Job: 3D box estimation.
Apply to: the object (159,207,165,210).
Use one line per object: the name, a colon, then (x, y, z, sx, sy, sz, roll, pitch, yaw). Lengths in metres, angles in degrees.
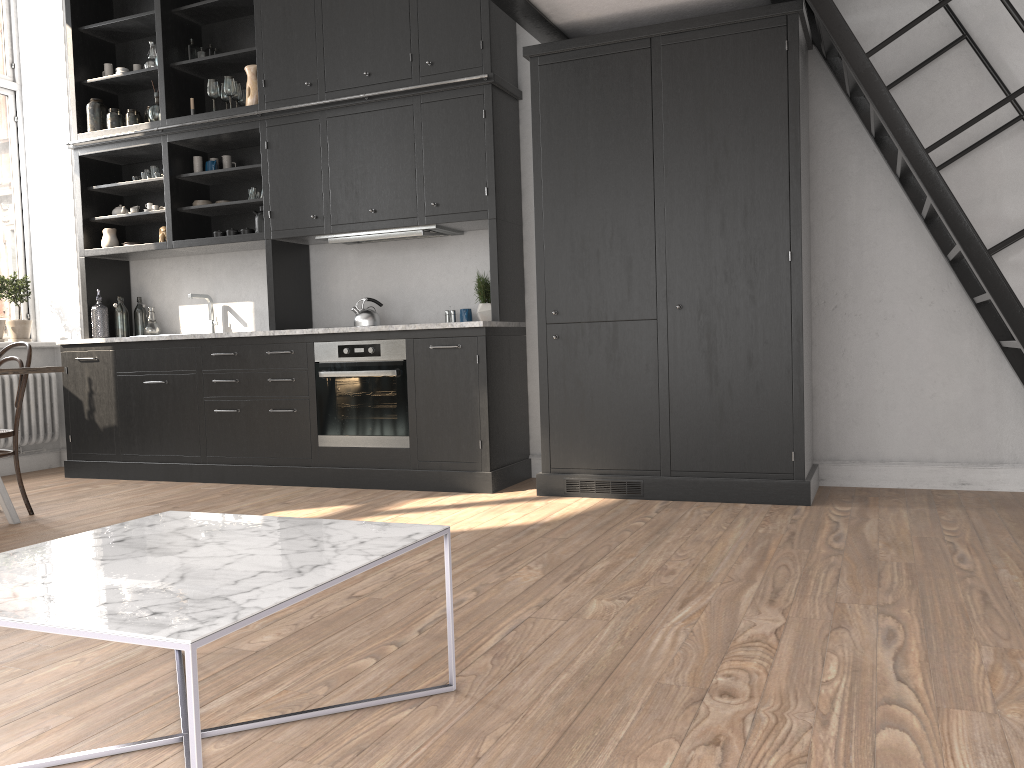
object: (-2.426, -1.210, 6.174, 0.049, 0.041, 0.056, -2, 3, -4)

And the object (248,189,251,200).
object: (-1.729, -1.242, 5.878, 0.058, 0.094, 0.058, -3, 3, -28)

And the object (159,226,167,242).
object: (-2.375, -1.016, 6.061, 0.069, 0.123, 0.173, -4, 3, -35)

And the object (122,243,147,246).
object: (-2.668, -0.972, 6.280, 0.180, 0.037, 0.180, -2, 3, 8)

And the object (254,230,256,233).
object: (-1.722, -1.000, 5.935, 0.104, 0.059, 0.088, -3, 3, -14)

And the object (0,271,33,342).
object: (-3.695, -0.563, 6.437, 0.234, 0.524, 0.500, -1, 3, 12)

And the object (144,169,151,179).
object: (-2.564, -1.455, 6.258, 0.060, 0.107, 0.060, -2, 3, -10)

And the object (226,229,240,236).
object: (-1.833, -0.992, 5.828, 0.104, 0.059, 0.088, -2, 3, 1)

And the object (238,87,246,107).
object: (-1.814, -1.882, 5.982, 0.083, 0.221, 0.083, -4, 4, -36)

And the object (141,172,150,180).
object: (-2.547, -1.432, 6.165, 0.064, 0.069, 0.064, -3, 3, -20)

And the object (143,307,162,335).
object: (-2.597, -0.444, 6.393, 0.120, 0.219, 0.132, -1, 3, 23)

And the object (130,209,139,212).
object: (-2.663, -1.216, 6.258, 0.055, 0.033, 0.058, -2, 3, -3)

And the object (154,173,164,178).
object: (-2.425, -1.423, 6.099, 0.071, 0.047, 0.071, -3, 3, -29)

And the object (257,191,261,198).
object: (-1.703, -1.248, 5.977, 0.058, 0.094, 0.058, -2, 3, 0)

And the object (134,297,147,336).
object: (-2.706, -0.482, 6.459, 0.086, 0.301, 0.086, -3, 3, -22)

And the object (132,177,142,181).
object: (-2.621, -1.421, 6.203, 0.071, 0.047, 0.071, -3, 3, -29)

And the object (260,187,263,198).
object: (-1.604, -1.274, 5.779, 0.083, 0.158, 0.083, -2, 3, 7)

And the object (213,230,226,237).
object: (-1.934, -0.991, 5.878, 0.104, 0.059, 0.088, -1, 3, 11)

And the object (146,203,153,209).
object: (-2.530, -1.234, 6.193, 0.049, 0.055, 0.039, 1, 4, 43)

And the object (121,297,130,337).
object: (-2.829, -0.478, 6.441, 0.086, 0.301, 0.086, 0, 4, 37)

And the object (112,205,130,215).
object: (-2.798, -1.230, 6.344, 0.125, 0.100, 0.140, -2, 3, 4)

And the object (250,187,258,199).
object: (-1.691, -1.241, 5.816, 0.058, 0.094, 0.058, -3, 3, -28)

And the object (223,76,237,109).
object: (-1.824, -1.872, 5.741, 0.083, 0.221, 0.083, -3, 3, -21)

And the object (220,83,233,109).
object: (-1.891, -1.875, 5.878, 0.083, 0.221, 0.083, -1, 3, 15)

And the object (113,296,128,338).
object: (-2.793, -0.473, 6.322, 0.086, 0.301, 0.086, -1, 3, 8)

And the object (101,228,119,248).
object: (-2.841, -1.021, 6.273, 0.115, 0.144, 0.127, -2, 3, 1)

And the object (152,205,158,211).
object: (-2.477, -1.209, 6.149, 0.049, 0.054, 0.039, -4, 4, -42)

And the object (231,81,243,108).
object: (-1.815, -1.876, 5.846, 0.083, 0.221, 0.083, -1, 3, 22)

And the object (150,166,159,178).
object: (-2.475, -1.453, 6.148, 0.060, 0.107, 0.060, -4, 4, -40)

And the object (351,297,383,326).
object: (-0.912, -0.451, 5.570, 0.171, 0.186, 0.171, 0, 3, 34)

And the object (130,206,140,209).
object: (-2.663, -1.236, 6.257, 0.058, 0.047, 0.055, 0, 3, 38)

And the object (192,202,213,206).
object: (-3.687, -0.151, 3.715, 0.792, 1.843, 5.824, 0, 3, 28)

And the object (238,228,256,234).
object: (-1.733, -0.994, 5.809, 0.088, 0.059, 0.104, 0, 3, 31)

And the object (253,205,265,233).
object: (-1.608, -1.063, 5.777, 0.124, 0.192, 0.129, -4, 4, -40)

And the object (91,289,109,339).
object: (-2.899, -0.493, 6.236, 0.109, 0.349, 0.108, -2, 3, 4)

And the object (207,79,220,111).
object: (-1.946, -1.870, 5.789, 0.083, 0.221, 0.083, -4, 4, -36)
